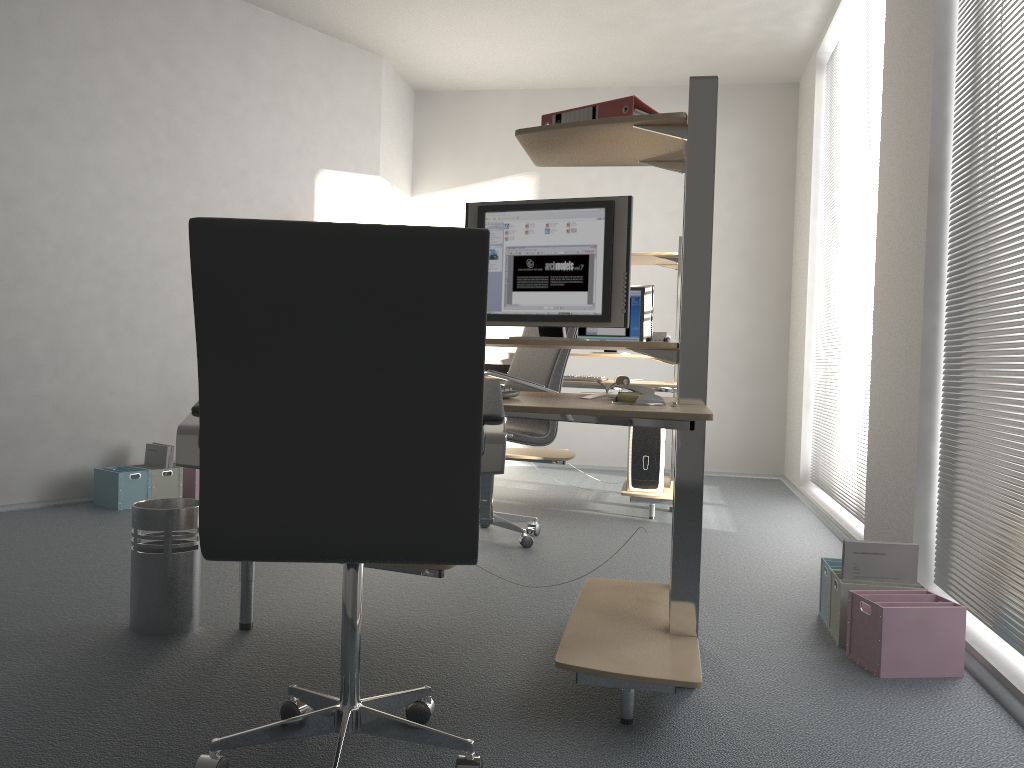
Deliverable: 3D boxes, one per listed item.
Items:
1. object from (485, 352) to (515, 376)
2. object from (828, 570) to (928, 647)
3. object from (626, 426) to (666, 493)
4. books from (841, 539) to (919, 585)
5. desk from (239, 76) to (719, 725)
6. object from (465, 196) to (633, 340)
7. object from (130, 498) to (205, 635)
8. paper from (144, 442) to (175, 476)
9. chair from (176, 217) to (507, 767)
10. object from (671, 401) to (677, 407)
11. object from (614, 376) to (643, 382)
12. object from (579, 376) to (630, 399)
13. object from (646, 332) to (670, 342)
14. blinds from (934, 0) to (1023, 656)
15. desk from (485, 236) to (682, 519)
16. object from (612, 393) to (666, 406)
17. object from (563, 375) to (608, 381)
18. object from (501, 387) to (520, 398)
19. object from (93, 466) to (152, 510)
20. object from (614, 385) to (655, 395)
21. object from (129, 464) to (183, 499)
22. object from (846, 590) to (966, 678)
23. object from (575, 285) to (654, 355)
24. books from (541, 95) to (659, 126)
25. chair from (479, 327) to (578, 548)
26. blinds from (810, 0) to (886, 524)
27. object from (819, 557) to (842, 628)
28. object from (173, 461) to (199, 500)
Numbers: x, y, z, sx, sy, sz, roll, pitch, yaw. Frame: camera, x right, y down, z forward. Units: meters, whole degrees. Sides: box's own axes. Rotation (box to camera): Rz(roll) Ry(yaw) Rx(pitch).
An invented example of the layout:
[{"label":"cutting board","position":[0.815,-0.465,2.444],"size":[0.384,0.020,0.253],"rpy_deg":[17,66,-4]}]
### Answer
[{"label":"object","position":[-0.131,-0.128,5.516],"size":[0.438,0.162,0.351],"rpy_deg":[2,1,2]},{"label":"object","position":[1.122,0.702,2.736],"size":[0.245,0.202,0.185],"rpy_deg":[2,1,10]},{"label":"object","position":[0.768,0.376,5.042],"size":[0.199,0.422,0.471],"rpy_deg":[2,1,10]},{"label":"books","position":[1.121,0.632,2.720],"size":[0.220,0.306,0.068],"rpy_deg":[2,1,10]},{"label":"desk","position":[-0.214,-0.023,2.449],"size":[1.469,1.566,0.967],"rpy_deg":[2,1,10]},{"label":"object","position":[0.128,-0.336,2.678],"size":[0.516,0.418,0.245],"rpy_deg":[3,2,32]},{"label":"object","position":[-1.037,0.548,2.676],"size":[0.208,0.377,0.208],"rpy_deg":[1,2,-36]},{"label":"paper","position":[-1.946,0.483,4.870],"size":[0.220,0.306,0.068],"rpy_deg":[3,2,37]},{"label":"chair","position":[-0.315,0.250,1.774],"size":[0.584,1.048,0.652],"rpy_deg":[2,1,-4]},{"label":"object","position":[0.393,0.047,2.161],"size":[0.011,0.011,0.158],"rpy_deg":[2,1,7]},{"label":"object","position":[0.723,-0.006,5.254],"size":[0.168,0.088,0.742],"rpy_deg":[2,1,12]},{"label":"object","position":[0.269,0.009,2.456],"size":[0.159,0.064,0.054],"rpy_deg":[1,2,-23]},{"label":"object","position":[0.850,-0.234,5.145],"size":[0.093,0.135,0.154],"rpy_deg":[0,2,-43]},{"label":"blinds","position":[1.381,-0.659,2.155],"size":[0.022,2.770,1.950],"rpy_deg":[2,1,10]},{"label":"desk","position":[0.277,-0.076,5.200],"size":[1.469,1.566,0.967],"rpy_deg":[2,1,10]},{"label":"object","position":[0.311,0.036,2.173],"size":[0.132,0.026,0.132],"rpy_deg":[2,1,10]},{"label":"object","position":[0.382,-0.014,5.285],"size":[0.478,0.082,0.814],"rpy_deg":[2,2,18]},{"label":"object","position":[-0.144,0.038,2.558],"size":[0.478,0.082,0.814],"rpy_deg":[2,2,18]},{"label":"object","position":[-2.068,0.553,4.711],"size":[0.245,0.202,0.185],"rpy_deg":[3,2,37]},{"label":"object","position":[0.328,0.024,2.369],"size":[0.134,0.042,0.022],"rpy_deg":[1,2,-38]},{"label":"object","position":[-1.958,0.553,4.860],"size":[0.245,0.202,0.185],"rpy_deg":[3,2,37]},{"label":"object","position":[1.109,0.707,2.509],"size":[0.245,0.202,0.185],"rpy_deg":[2,1,-8]},{"label":"object","position":[0.614,-0.389,5.407],"size":[0.516,0.418,0.245],"rpy_deg":[2,2,25]},{"label":"books","position":[0.290,-0.740,2.563],"size":[0.320,0.072,0.262],"rpy_deg":[3,2,42]},{"label":"chair","position":[-0.096,0.197,4.149],"size":[0.652,1.048,0.584],"rpy_deg":[1,2,-24]},{"label":"blinds","position":[1.872,-0.713,4.913],"size":[0.037,2.749,1.950],"rpy_deg":[2,1,10]},{"label":"object","position":[1.155,0.699,2.918],"size":[0.245,0.202,0.185],"rpy_deg":[2,1,10]},{"label":"object","position":[-1.845,0.552,5.057],"size":[0.245,0.202,0.185],"rpy_deg":[2,2,19]}]
